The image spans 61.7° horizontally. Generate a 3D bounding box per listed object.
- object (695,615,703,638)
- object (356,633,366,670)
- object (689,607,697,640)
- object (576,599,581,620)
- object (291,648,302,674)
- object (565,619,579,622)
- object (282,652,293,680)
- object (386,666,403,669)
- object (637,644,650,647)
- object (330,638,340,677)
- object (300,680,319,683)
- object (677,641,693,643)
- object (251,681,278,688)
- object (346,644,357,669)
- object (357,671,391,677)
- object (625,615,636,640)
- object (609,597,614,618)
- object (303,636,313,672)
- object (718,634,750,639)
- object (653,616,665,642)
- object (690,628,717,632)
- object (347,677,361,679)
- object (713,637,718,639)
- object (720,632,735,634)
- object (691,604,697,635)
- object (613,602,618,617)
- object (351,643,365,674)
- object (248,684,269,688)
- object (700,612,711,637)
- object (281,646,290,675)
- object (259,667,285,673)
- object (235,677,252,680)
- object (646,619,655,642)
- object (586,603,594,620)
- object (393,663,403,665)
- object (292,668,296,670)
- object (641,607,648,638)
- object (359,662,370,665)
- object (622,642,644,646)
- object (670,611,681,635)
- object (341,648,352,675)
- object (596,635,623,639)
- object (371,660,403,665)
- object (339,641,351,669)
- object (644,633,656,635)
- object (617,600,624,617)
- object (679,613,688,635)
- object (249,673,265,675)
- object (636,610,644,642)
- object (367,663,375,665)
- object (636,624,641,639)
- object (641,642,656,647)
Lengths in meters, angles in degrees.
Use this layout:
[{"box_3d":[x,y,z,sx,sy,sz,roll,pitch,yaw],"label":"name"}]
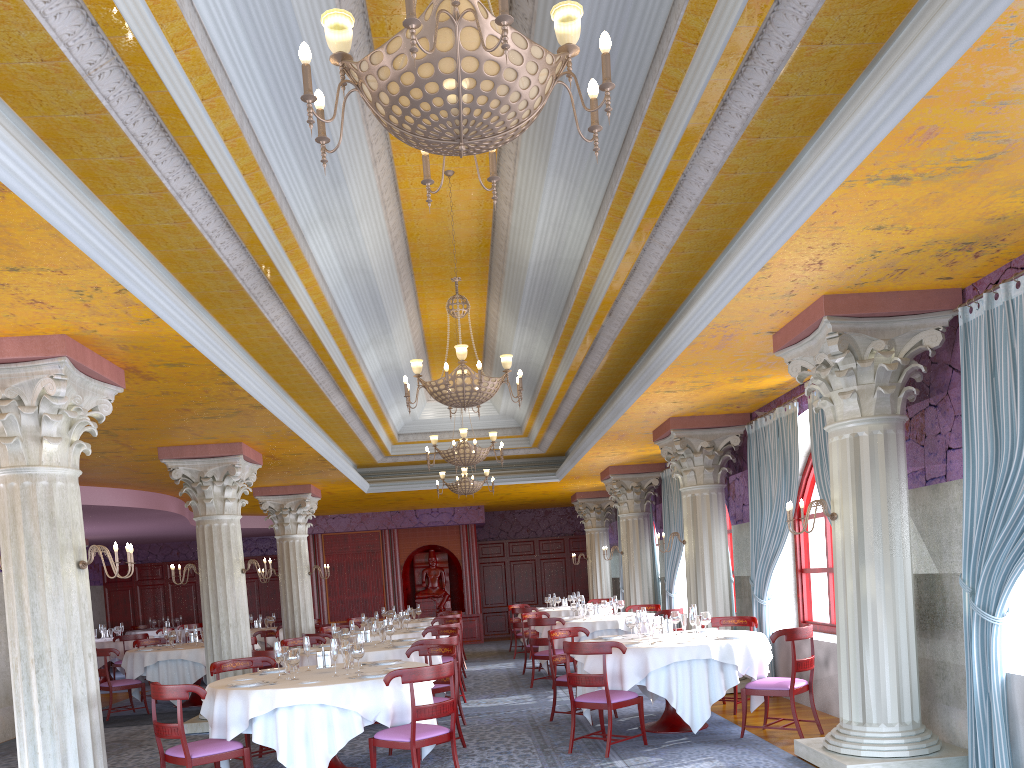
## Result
[{"box_3d":[1.940,2.526,8.909,0.085,0.238,0.086,-4,1,-23],"label":"object"},{"box_3d":[-1.414,2.495,7.991,0.074,0.336,0.073,-4,2,-12],"label":"object"},{"box_3d":[1.857,2.460,8.806,0.074,0.336,0.073,-4,2,-12],"label":"object"},{"box_3d":[1.071,3.655,13.889,0.074,0.336,0.073,-3,2,10],"label":"object"},{"box_3d":[-2.017,2.592,8.025,0.085,0.238,0.086,-4,1,-23],"label":"object"},{"box_3d":[0.902,3.738,13.522,0.312,0.024,0.320,-3,-13,-3],"label":"object"},{"box_3d":[-1.968,2.475,7.519,0.086,0.238,0.085,-4,1,-1],"label":"object"},{"box_3d":[-1.086,2.611,7.883,0.158,0.009,0.162,-3,-13,-3],"label":"object"},{"box_3d":[1.311,2.589,8.483,0.022,0.003,0.254,-14,-16,39],"label":"object"},{"box_3d":[-1.545,2.386,7.463,0.074,0.336,0.073,-4,2,-12],"label":"object"},{"box_3d":[-1.689,2.486,7.145,0.158,0.009,0.162,-3,-13,-3],"label":"object"},{"box_3d":[1.714,2.560,8.488,0.158,0.009,0.162,-3,-13,-3],"label":"object"},{"box_3d":[-2.063,2.499,7.116,0.257,0.019,0.056,8,-16,-43],"label":"object"},{"box_3d":[-1.511,2.569,8.073,0.085,0.238,0.086,-4,1,-23],"label":"object"},{"box_3d":[-1.162,2.475,7.289,0.315,0.024,0.318,-8,-13,16],"label":"object"},{"box_3d":[1.295,2.642,9.294,0.123,0.264,0.122,-4,0,10],"label":"object"},{"box_3d":[1.598,3.590,13.756,0.074,0.336,0.073,-3,2,33],"label":"object"},{"box_3d":[-1.941,2.561,8.124,0.074,0.336,0.073,-4,2,-12],"label":"object"},{"box_3d":[2.241,2.549,8.632,0.315,0.024,0.318,-8,-13,16],"label":"object"},{"box_3d":[1.508,2.510,8.771,0.123,0.264,0.122,-4,0,10],"label":"object"},{"box_3d":[2.179,2.796,9.714,0.312,0.024,0.320,-3,-13,-3],"label":"object"},{"box_3d":[-1.300,2.463,7.168,0.236,0.013,0.027,-15,-15,41],"label":"object"},{"box_3d":[2.071,2.592,8.741,0.030,0.011,0.139,-14,-16,42],"label":"object"},{"box_3d":[2.317,2.685,9.226,0.159,0.009,0.161,-8,-13,16],"label":"object"},{"box_3d":[1.989,2.569,9.334,0.074,0.336,0.073,-3,2,33],"label":"object"},{"box_3d":[1.681,3.656,13.858,0.085,0.238,0.086,-4,1,-23],"label":"object"},{"box_3d":[-1.373,2.449,7.640,0.122,0.264,0.123,-4,0,-12],"label":"object"},{"box_3d":[-2.092,2.515,7.140,0.022,0.003,0.254,-14,-16,39],"label":"object"},{"box_3d":[2.030,2.523,8.983,0.122,0.264,0.123,-4,0,-12],"label":"object"},{"box_3d":[-2.108,2.568,7.951,0.122,0.264,0.123,-4,0,-12],"label":"object"},{"box_3d":[-2.304,2.781,8.312,0.315,0.024,0.318,-8,-13,16],"label":"object"},{"box_3d":[-2.428,2.671,7.751,0.158,0.009,0.162,-3,-13,-3],"label":"object"},{"box_3d":[1.435,2.549,8.862,0.085,0.238,0.086,-4,1,-23],"label":"object"},{"box_3d":[1.249,3.641,13.720,0.121,0.264,0.123,-4,0,-35],"label":"object"},{"box_3d":[-1.102,2.689,8.232,0.028,0.013,0.233,-12,-15,40],"label":"object"},{"box_3d":[-2.165,2.805,8.433,0.236,0.013,0.027,-15,-15,41],"label":"object"},{"box_3d":[1.462,2.635,9.467,0.074,0.336,0.073,-3,2,33],"label":"object"},{"box_3d":[-1.402,2.762,8.485,0.257,0.019,0.056,8,-16,-43],"label":"object"},{"box_3d":[1.161,2.608,8.573,0.315,0.024,0.318,-8,-13,16],"label":"object"},{"box_3d":[1.816,2.655,9.506,0.122,0.264,0.123,-4,0,-12],"label":"object"},{"box_3d":[-1.462,2.452,7.566,0.086,0.238,0.085,-4,1,22],"label":"object"},{"box_3d":[1.099,2.855,9.655,0.312,0.024,0.320,-3,-13,-3],"label":"object"},{"box_3d":[-1.224,2.722,8.371,0.312,0.024,0.321,2,-14,-23],"label":"object"},{"box_3d":[-1.587,2.581,8.163,0.123,0.264,0.121,-4,0,33],"label":"object"},{"box_3d":[1.578,2.871,9.832,0.159,0.009,0.161,-8,-13,16],"label":"object"},{"box_3d":[1.771,3.653,13.932,0.121,0.264,0.123,-4,0,-35],"label":"object"},{"box_3d":[1.892,2.643,9.416,0.086,0.238,0.085,-4,1,22],"label":"object"},{"box_3d":[-2.417,2.751,8.133,0.054,0.019,0.262,6,-16,-42],"label":"object"},{"box_3d":[1.330,2.525,8.940,0.074,0.336,0.073,-3,2,33],"label":"object"},{"box_3d":[-1.372,2.764,8.461,0.022,0.003,0.254,-14,-16,39],"label":"object"},{"box_3d":[1.386,2.666,9.369,0.085,0.238,0.086,-4,1,-23],"label":"object"},{"box_3d":[1.340,2.573,8.459,0.257,0.019,0.056,8,-16,-43],"label":"object"}]
